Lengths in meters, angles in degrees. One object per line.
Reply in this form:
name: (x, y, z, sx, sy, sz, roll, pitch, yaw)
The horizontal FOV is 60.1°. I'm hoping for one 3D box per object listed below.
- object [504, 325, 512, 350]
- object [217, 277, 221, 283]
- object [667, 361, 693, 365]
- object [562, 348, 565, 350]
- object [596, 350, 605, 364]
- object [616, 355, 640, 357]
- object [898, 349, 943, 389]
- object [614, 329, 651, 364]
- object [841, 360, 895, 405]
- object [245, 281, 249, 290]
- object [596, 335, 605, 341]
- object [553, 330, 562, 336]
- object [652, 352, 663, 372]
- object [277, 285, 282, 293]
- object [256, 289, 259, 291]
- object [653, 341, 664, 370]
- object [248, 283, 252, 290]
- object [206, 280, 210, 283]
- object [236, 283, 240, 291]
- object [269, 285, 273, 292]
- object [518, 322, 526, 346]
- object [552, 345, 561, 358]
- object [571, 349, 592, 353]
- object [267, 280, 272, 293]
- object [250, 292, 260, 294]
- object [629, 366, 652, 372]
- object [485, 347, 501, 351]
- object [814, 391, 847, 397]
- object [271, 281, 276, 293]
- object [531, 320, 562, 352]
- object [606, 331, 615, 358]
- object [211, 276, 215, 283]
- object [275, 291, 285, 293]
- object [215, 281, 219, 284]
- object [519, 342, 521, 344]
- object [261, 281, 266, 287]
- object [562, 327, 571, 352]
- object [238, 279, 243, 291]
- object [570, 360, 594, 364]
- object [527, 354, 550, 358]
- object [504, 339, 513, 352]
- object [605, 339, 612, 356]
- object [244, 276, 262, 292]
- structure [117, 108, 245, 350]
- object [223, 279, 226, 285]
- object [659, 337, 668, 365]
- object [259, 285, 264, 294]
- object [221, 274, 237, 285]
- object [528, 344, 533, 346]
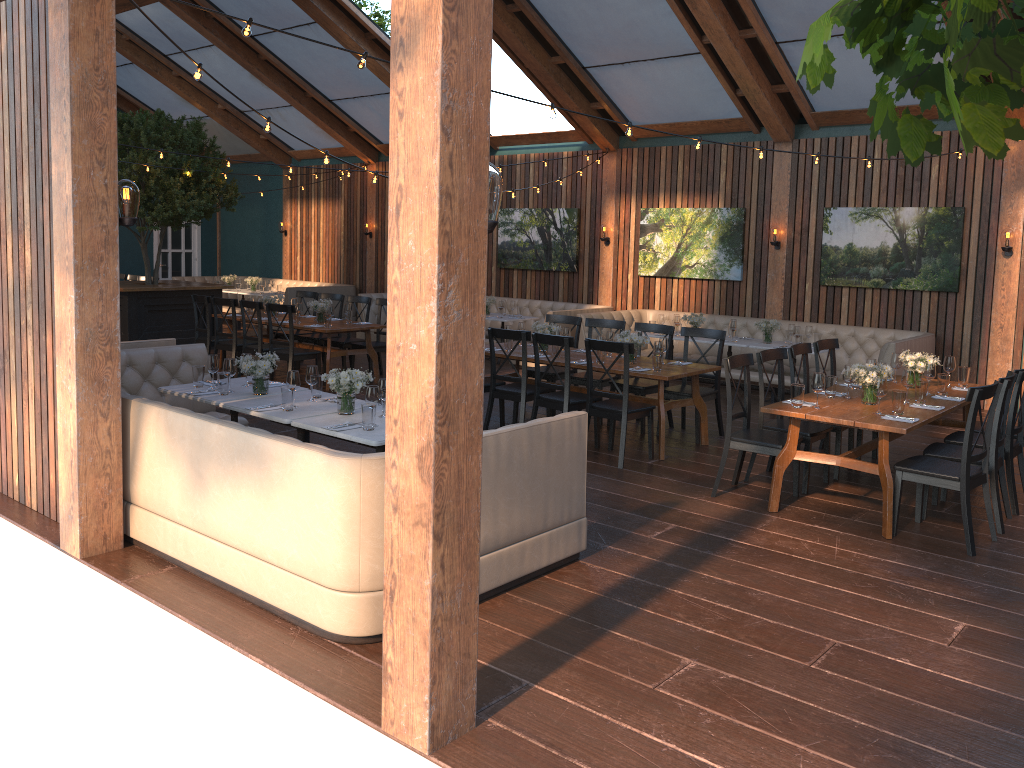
object: (-0.040, -0.463, 8.817, 0.092, 0.243, 0.093, 1, 6, -2)
object: (-5.972, -2.064, 18.037, 0.092, 0.243, 0.093, 1, 6, -7)
object: (1.534, -0.195, 8.125, 0.158, 0.019, 0.256, 9, 12, 40)
object: (0.530, -0.419, 8.910, 0.092, 0.157, 0.092, -1, 7, -23)
object: (0.795, -0.259, 7.967, 0.092, 0.157, 0.092, -1, 7, -23)
object: (1.106, -0.273, 8.533, 0.158, 0.019, 0.256, 9, 12, 40)
object: (3.229, -0.124, 7.069, 0.329, 0.307, 0.339, 2, 8, 5)
object: (1.092, -0.344, 8.070, 0.336, 0.307, 0.331, 2, 8, 7)
object: (2.533, -0.014, 6.281, 0.336, 0.307, 0.331, -1, 8, -17)
object: (-5.323, -2.007, 17.796, 0.092, 0.243, 0.093, 1, 6, -2)
object: (0.803, -0.319, 8.072, 0.092, 0.243, 0.093, 1, 6, -7)
object: (0.429, -0.386, 8.438, 0.092, 0.243, 0.093, 1, 6, -7)
object: (1.249, -0.188, 7.609, 0.092, 0.157, 0.092, -1, 7, -23)
object: (-4.501, -1.833, 17.124, 0.092, 0.157, 0.092, 5, 7, 26)
object: (-5.165, -1.898, 17.850, 0.158, 0.019, 0.256, 9, 12, 40)
object: (1.275, -0.250, 7.728, 0.092, 0.243, 0.093, 1, 6, -7)
object: (-5.316, -1.982, 17.909, 0.092, 0.157, 0.092, 5, 7, 26)
object: (-6.258, -2.057, 18.214, 0.092, 0.157, 0.092, 5, 7, 26)
object: (-5.397, -1.906, 17.430, 0.092, 0.157, 0.092, 5, 7, 26)
object: (-4.745, -1.888, 17.426, 0.092, 0.157, 0.092, 5, 7, 26)
object: (0.102, -0.518, 9.180, 0.092, 0.243, 0.093, 1, 6, -2)
object: (0.420, -0.327, 8.333, 0.092, 0.157, 0.092, -1, 7, -23)
object: (0.694, -0.337, 8.859, 0.158, 0.019, 0.256, 9, 12, 40)
object: (-4.751, -1.913, 17.314, 0.092, 0.243, 0.093, 1, 6, -2)
object: (-4.943, -1.753, 16.992, 0.158, 0.019, 0.256, 9, 12, 40)
object: (1.108, -0.134, 7.683, 0.158, 0.019, 0.256, 9, 12, 40)
object: (-0.198, -0.348, 8.780, 0.158, 0.019, 0.256, 9, 12, 40)
object: (2.419, 0.068, 6.656, 0.256, 0.019, 0.158, 9, 12, 40)
object: (-4.608, -1.879, 17.127, 0.092, 0.243, 0.093, 1, 6, -2)
object: (0.324, -0.480, 8.784, 0.329, 0.307, 0.339, -1, 8, -15)
object: (0.940, -0.380, 8.468, 0.092, 0.243, 0.093, 1, 6, -7)
object: (-6.148, -2.095, 18.203, 0.092, 0.243, 0.093, 1, 6, -7)
object: (-4.594, -1.805, 17.368, 0.158, 0.019, 0.256, 9, 12, 40)
object: (-5.981, -2.004, 17.933, 0.092, 0.157, 0.092, 5, 7, 26)
object: (0.102, -0.497, 9.315, 0.092, 0.157, 0.092, 0, 7, -13)
object: (-4.780, -1.867, 17.025, 0.092, 0.243, 0.093, 1, 6, -2)
object: (0.537, -0.442, 8.785, 0.092, 0.243, 0.093, 1, 6, -7)
object: (-5.388, -1.966, 17.534, 0.092, 0.243, 0.093, 1, 6, -2)
object: (0.640, -0.205, 8.039, 0.158, 0.019, 0.256, 9, 12, 40)
object: (0.265, -0.272, 8.405, 0.158, 0.019, 0.256, 9, 12, 40)
object: (-0.035, -0.401, 8.702, 0.092, 0.157, 0.092, 1, 6, -3)
object: (0.934, -0.356, 8.590, 0.092, 0.157, 0.092, -1, 7, -23)
object: (-5.110, -1.980, 17.464, 0.336, 0.307, 0.331, 1, 8, -8)
structure: (-5.554, -2.397, 13.645, 2.721, 3.672, 2.866, -4, 9, -41)
object: (-5.932, -2.107, 18.311, 0.092, 0.243, 0.093, 1, 6, -7)
object: (1.377, -0.302, 8.066, 0.092, 0.243, 0.093, 1, 6, -7)
object: (-4.788, -1.807, 16.920, 0.092, 0.157, 0.092, 5, 7, 26)
object: (-5.753, -2.082, 17.987, 0.329, 0.307, 0.339, 2, 8, 5)
object: (0.253, -0.413, 9.257, 0.158, 0.019, 0.256, 9, 12, 40)
